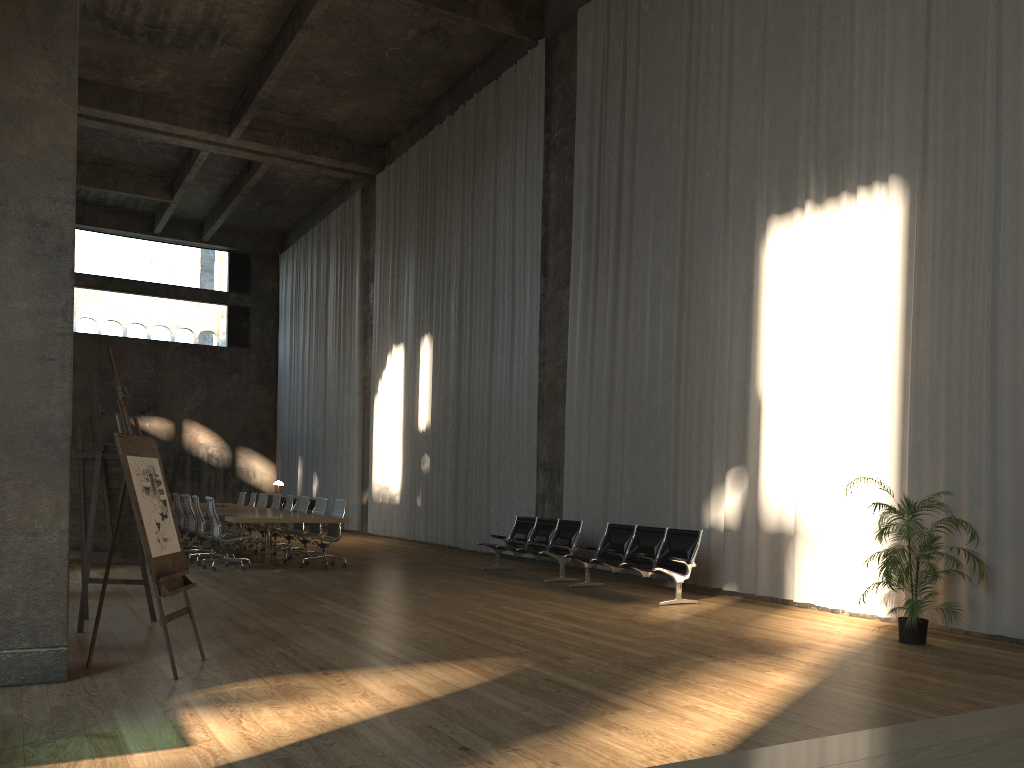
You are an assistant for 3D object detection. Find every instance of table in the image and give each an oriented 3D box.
[{"bbox_3d":[-4.936,2.583,15.496,1.606,0.757,7.726,4,-7,-29],"label":"table"}]

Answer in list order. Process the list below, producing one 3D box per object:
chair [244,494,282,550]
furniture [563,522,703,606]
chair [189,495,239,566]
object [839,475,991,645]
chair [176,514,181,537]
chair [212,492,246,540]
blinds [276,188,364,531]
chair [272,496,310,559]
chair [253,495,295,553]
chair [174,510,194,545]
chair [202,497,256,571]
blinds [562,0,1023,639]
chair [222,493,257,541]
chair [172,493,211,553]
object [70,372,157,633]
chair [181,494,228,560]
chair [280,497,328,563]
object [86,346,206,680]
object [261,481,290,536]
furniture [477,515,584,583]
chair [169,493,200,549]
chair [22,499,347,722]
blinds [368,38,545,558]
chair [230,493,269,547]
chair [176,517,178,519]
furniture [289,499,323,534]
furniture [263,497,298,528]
[{"bbox_3d":[-4.633,2.557,16.308,0.700,1.024,0.666,2,-1,-24],"label":"chair"},{"bbox_3d":[1.402,2.124,10.583,0.710,0.840,1.874,3,-5,-29],"label":"furniture"},{"bbox_3d":[-4.477,2.194,13.210,0.700,1.024,0.666,2,-1,-21],"label":"chair"},{"bbox_3d":[3.467,1.531,7.691,1.095,1.455,1.129,3,-2,-39],"label":"object"},{"bbox_3d":[-6.703,2.598,17.106,0.700,1.024,0.665,2,-2,-26],"label":"chair"},{"bbox_3d":[-5.982,2.793,18.593,0.700,1.024,0.666,2,-1,-24],"label":"chair"},{"bbox_3d":[-5.774,-0.269,25.433,0.275,8.636,7.834,1,-2,-31],"label":"blinds"},{"bbox_3d":[-3.752,2.396,14.762,0.700,1.024,0.666,2,-1,-24],"label":"chair"},{"bbox_3d":[-4.199,2.477,15.541,0.700,1.024,0.666,2,-1,-21],"label":"chair"},{"bbox_3d":[-6.247,2.515,16.309,0.700,1.024,0.666,2,-1,-24],"label":"chair"},{"bbox_3d":[-4.018,2.119,12.476,0.700,1.024,0.666,2,-1,-24],"label":"chair"},{"bbox_3d":[2.801,-1.831,10.387,0.275,8.635,7.835,1,-2,-29],"label":"blinds"},{"bbox_3d":[-5.529,2.717,17.857,0.700,1.024,0.666,2,-1,-21],"label":"chair"},{"bbox_3d":[-5.365,2.355,14.763,0.700,1.024,0.666,2,-1,-24],"label":"chair"},{"bbox_3d":[-3.457,0.998,7.389,0.701,2.145,0.684,1,0,2],"label":"object"},{"bbox_3d":[-4.908,2.270,13.950,0.700,1.024,0.665,2,-2,-30],"label":"chair"},{"bbox_3d":[-3.295,2.314,13.965,0.700,1.024,0.665,2,-2,-26],"label":"chair"},{"bbox_3d":[-2.430,0.836,5.800,0.685,2.145,0.701,1,0,-4],"label":"object"},{"bbox_3d":[-5.495,2.879,20.283,0.570,1.296,0.659,1,-1,4],"label":"object"},{"bbox_3d":[0.219,2.339,12.658,0.710,0.840,1.874,3,-5,-29],"label":"furniture"},{"bbox_3d":[-5.799,2.435,15.529,0.700,1.024,0.666,2,-1,-21],"label":"chair"},{"bbox_3d":[-5.323,2.010,11.787,12.990,1.029,31.553,5,-8,-29],"label":"chair"},{"bbox_3d":[-1.480,-1.051,17.899,0.275,8.635,7.835,1,-2,-29],"label":"blinds"},{"bbox_3d":[-5.105,2.640,17.112,0.700,1.024,0.665,2,-2,-30],"label":"chair"},{"bbox_3d":[-7.171,2.684,17.931,0.700,1.024,0.666,2,-1,-24],"label":"chair"},{"bbox_3d":[-5.388,3.347,22.384,0.710,0.840,1.874,3,-5,-29],"label":"furniture"},{"bbox_3d":[-6.571,3.562,24.459,0.710,0.840,1.874,3,-5,-29],"label":"furniture"}]
